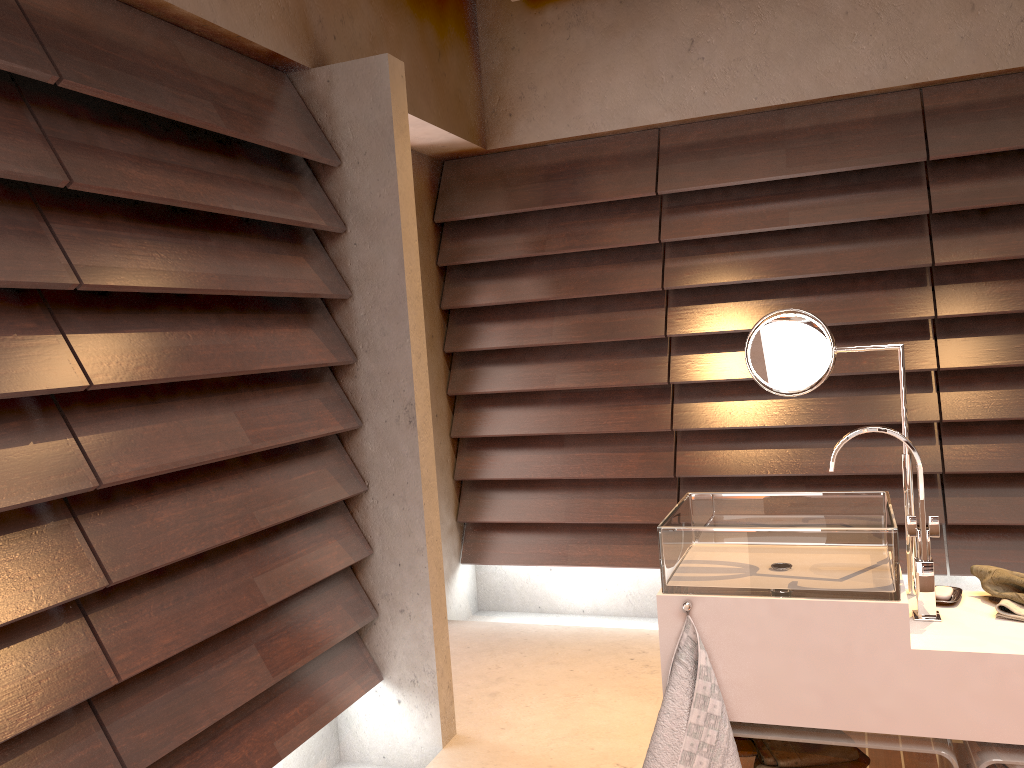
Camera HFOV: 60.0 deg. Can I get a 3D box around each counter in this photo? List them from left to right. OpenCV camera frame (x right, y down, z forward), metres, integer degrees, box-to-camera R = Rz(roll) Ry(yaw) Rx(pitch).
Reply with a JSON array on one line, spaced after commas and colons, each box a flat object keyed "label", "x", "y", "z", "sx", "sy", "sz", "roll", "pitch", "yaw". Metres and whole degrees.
[{"label": "counter", "x": 1.721, "y": 0.644, "z": 1.299, "sx": 2.931, "sy": 0.686, "sz": 0.350, "roll": -3, "pitch": 3, "yaw": 21}]

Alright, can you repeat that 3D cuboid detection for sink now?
[{"label": "sink", "x": 0.554, "y": 0.264, "z": 1.706, "sx": 0.486, "sy": 0.357, "sz": 0.340, "roll": -3, "pitch": 3, "yaw": 21}]

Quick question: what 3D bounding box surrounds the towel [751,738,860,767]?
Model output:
[{"label": "towel", "x": 0.561, "y": 0.703, "z": 1.743, "sx": 0.192, "sy": 0.062, "sz": 0.192, "roll": -4, "pitch": 3, "yaw": -1}]

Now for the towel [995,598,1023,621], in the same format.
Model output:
[{"label": "towel", "x": 1.082, "y": 0.398, "z": 1.552, "sx": 0.394, "sy": 0.027, "sz": 0.202, "roll": -2, "pitch": 4, "yaw": 41}]

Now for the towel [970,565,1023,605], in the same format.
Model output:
[{"label": "towel", "x": 1.116, "y": 0.381, "z": 1.541, "sx": 0.258, "sy": 0.057, "sz": 0.571, "roll": -6, "pitch": 3, "yaw": -28}]

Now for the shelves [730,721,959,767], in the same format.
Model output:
[{"label": "shelves", "x": 0.596, "y": 0.830, "z": 1.745, "sx": 0.487, "sy": 0.436, "sz": 0.368, "roll": -3, "pitch": 3, "yaw": 21}]

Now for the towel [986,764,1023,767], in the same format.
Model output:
[{"label": "towel", "x": 0.932, "y": 0.668, "z": 1.522, "sx": 0.221, "sy": 0.098, "sz": 0.220, "roll": -4, "pitch": 3, "yaw": 9}]

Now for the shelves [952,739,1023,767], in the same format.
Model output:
[{"label": "shelves", "x": 1.056, "y": 0.806, "z": 1.539, "sx": 0.487, "sy": 0.436, "sz": 0.368, "roll": -3, "pitch": 3, "yaw": 19}]

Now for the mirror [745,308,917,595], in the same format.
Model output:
[{"label": "mirror", "x": 0.657, "y": 0.133, "z": 1.845, "sx": 0.316, "sy": 0.589, "sz": 0.074, "roll": -3, "pitch": 3, "yaw": 23}]

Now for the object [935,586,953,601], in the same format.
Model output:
[{"label": "object", "x": 0.841, "y": 0.408, "z": 1.732, "sx": 0.035, "sy": 0.016, "sz": 0.066, "roll": -2, "pitch": 3, "yaw": 32}]

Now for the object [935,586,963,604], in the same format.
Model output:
[{"label": "object", "x": 0.842, "y": 0.414, "z": 1.733, "sx": 0.065, "sy": 0.011, "sz": 0.108, "roll": -2, "pitch": 3, "yaw": 34}]

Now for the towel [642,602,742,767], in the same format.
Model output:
[{"label": "towel", "x": 0.315, "y": 0.695, "z": 1.590, "sx": 0.252, "sy": 0.598, "sz": 0.121, "roll": -4, "pitch": 3, "yaw": 5}]

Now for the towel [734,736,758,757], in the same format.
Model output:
[{"label": "towel", "x": 0.500, "y": 0.714, "z": 1.830, "sx": 0.180, "sy": 0.040, "sz": 0.196, "roll": -2, "pitch": 3, "yaw": 34}]

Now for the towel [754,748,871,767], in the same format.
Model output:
[{"label": "towel", "x": 0.565, "y": 0.719, "z": 1.694, "sx": 0.206, "sy": 0.034, "sz": 0.198, "roll": -3, "pitch": 3, "yaw": 30}]
